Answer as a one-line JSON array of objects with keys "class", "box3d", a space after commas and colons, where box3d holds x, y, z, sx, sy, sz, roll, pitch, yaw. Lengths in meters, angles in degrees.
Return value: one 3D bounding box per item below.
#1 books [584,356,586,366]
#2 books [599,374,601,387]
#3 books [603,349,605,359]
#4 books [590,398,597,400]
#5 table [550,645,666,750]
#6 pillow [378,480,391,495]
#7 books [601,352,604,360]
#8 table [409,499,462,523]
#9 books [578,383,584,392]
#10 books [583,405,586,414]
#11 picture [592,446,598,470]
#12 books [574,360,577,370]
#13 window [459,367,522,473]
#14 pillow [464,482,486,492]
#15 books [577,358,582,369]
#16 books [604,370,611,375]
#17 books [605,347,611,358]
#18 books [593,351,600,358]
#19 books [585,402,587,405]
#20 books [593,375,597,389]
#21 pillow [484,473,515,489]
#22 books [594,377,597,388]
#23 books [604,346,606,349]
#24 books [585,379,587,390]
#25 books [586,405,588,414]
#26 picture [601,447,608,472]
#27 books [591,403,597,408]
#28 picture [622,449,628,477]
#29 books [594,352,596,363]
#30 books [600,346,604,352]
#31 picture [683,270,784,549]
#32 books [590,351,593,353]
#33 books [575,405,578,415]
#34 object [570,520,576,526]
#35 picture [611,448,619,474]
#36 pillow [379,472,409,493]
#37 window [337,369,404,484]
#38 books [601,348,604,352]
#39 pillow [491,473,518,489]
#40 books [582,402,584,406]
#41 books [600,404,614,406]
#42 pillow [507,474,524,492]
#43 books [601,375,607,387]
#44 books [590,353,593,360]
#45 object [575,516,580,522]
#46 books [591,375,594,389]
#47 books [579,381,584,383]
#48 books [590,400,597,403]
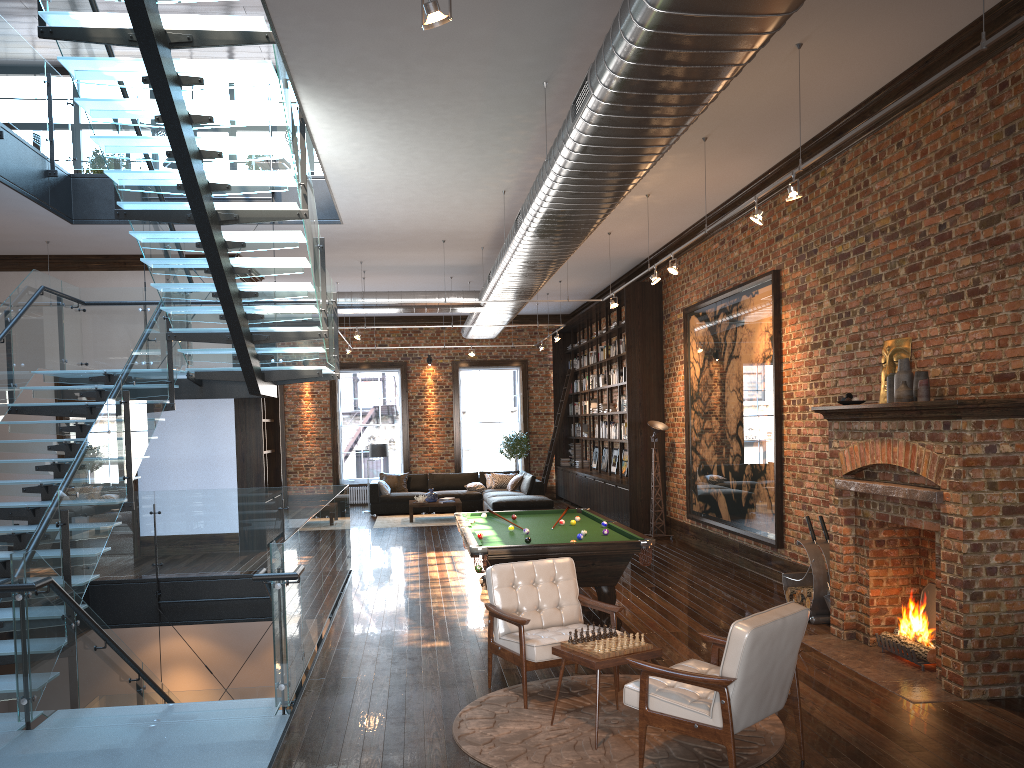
[{"class": "books", "box3d": [1.674, -0.479, 19.374, 0.178, 0.255, 0.036, -2, 2, -6]}, {"class": "books", "box3d": [1.839, -0.060, 17.864, 0.190, 0.285, 0.013, -2, 2, -6]}, {"class": "books", "box3d": [1.880, -0.571, 17.312, 0.191, 0.240, 0.008, -1, 2, -6]}, {"class": "books", "box3d": [1.762, 0.472, 18.961, 0.161, 0.332, 0.006, -2, 2, -6]}, {"class": "table", "box3d": [0.559, 1.797, 5.225, 0.516, 0.496, 0.463, -1, 0, -31]}, {"class": "pillow", "box3d": [-2.679, 2.177, 18.639, 0.244, 0.306, 0.573, -1, -2, -6]}, {"class": "books", "box3d": [1.852, -0.540, 17.555, 0.193, 0.203, 0.027, -1, 2, -6]}, {"class": "table", "box3d": [-1.502, 2.468, 17.338, 1.000, 0.346, 1.000, -1, -2, -6]}, {"class": "books", "box3d": [1.601, 0.084, 20.064, 0.185, 0.211, 0.069, -1, 2, -6]}, {"class": "books", "box3d": [1.677, 0.557, 19.377, 0.236, 0.203, 0.046, -1, 2, -6]}, {"class": "picture", "box3d": [1.811, 1.596, 19.173, 0.112, 0.499, 0.507, -2, 0, -6]}, {"class": "books", "box3d": [1.534, -0.432, 20.326, 0.235, 0.253, 0.028, -1, 2, -6]}, {"class": "window", "box3d": [-0.527, 0.970, 21.495, 1.520, 2.759, 0.154, -2, 2, -6]}, {"class": "pillow", "box3d": [-0.796, 2.212, 18.989, 0.409, 0.204, 0.610, -1, -2, -8]}, {"class": "books", "box3d": [1.574, -0.456, 20.116, 0.190, 0.280, 0.017, -2, 2, -6]}, {"class": "books", "box3d": [1.900, -0.104, 17.476, 0.155, 0.335, 0.014, -2, 2, -6]}, {"class": "books", "box3d": [1.903, -0.584, 17.191, 0.190, 0.255, 0.061, -1, 2, -6]}, {"class": "books", "box3d": [1.777, -0.545, 18.365, 0.176, 0.289, 0.030, -2, 2, -6]}, {"class": "books", "box3d": [1.696, 0.528, 19.422, 0.177, 0.264, 0.041, -2, 2, -6]}, {"class": "books", "box3d": [1.784, -0.041, 18.469, 0.175, 0.303, 0.067, -2, 2, -6]}, {"class": "pillow", "box3d": [-0.249, 2.114, 19.255, 0.703, 0.339, 0.269, -1, 0, -6]}, {"class": "books", "box3d": [1.792, -0.022, 18.299, 0.191, 0.250, 0.024, -1, 2, -6]}, {"class": "books", "box3d": [1.895, -0.599, 17.339, 0.181, 0.299, 0.009, -2, 2, -6]}, {"class": "books", "box3d": [1.684, 0.023, 19.311, 0.174, 0.257, 0.027, -2, 2, -6]}, {"class": "books", "box3d": [1.709, 0.551, 19.324, 0.186, 0.208, 0.017, -1, 2, -6]}, {"class": "picture", "box3d": [1.919, 1.549, 18.198, 0.112, 0.499, 0.507, -2, 0, -6]}, {"class": "books", "box3d": [1.767, 0.518, 18.890, 0.147, 0.233, 0.036, -2, 2, -6]}, {"class": "picture", "box3d": [2.107, 1.467, 16.494, 0.112, 0.499, 0.507, -2, 0, -6]}, {"class": "books", "box3d": [1.782, -0.530, 18.312, 0.185, 0.254, 0.029, -1, 2, -6]}, {"class": "books", "box3d": [1.844, -0.594, 17.730, 0.186, 0.329, 0.069, -2, 2, -6]}, {"class": "picture", "box3d": [2.691, 0.357, 11.130, 0.080, 3.007, 3.199, -2, 0, -6]}, {"class": "books", "box3d": [1.746, -0.540, 18.758, 0.166, 0.316, 0.016, -2, 2, -6]}, {"class": "books", "box3d": [1.569, 0.593, 20.349, 0.231, 0.225, 0.024, -1, 2, -6]}, {"class": "object", "box3d": [0.611, 1.385, 8.853, 0.057, 0.057, 0.057, -1, 0, -6]}, {"class": "picture", "box3d": [2.012, 1.509, 17.360, 0.112, 0.499, 0.507, -2, 0, -6]}, {"class": "pillow", "box3d": [-2.551, 2.116, 19.040, 0.700, 0.441, 0.304, -1, 1, -6]}, {"class": "window", "box3d": [-3.370, 1.027, 21.184, 1.520, 2.759, 0.154, -2, 2, -6]}, {"class": "books", "box3d": [1.855, -0.573, 17.587, 0.180, 0.271, 0.011, -2, 2, -6]}, {"class": "pillow", "box3d": [-0.157, 2.078, 19.084, 0.611, 0.362, 0.287, -1, 0, -2]}, {"class": "books", "box3d": [1.646, 0.535, 19.788, 0.185, 0.287, 0.035, -2, 2, -6]}, {"class": "books", "box3d": [1.879, 0.415, 17.544, 0.243, 0.015, 0.165, -1, -3, -3]}, {"class": "pillow", "box3d": [0.064, 2.087, 18.640, 0.314, 0.356, 0.629, -1, -1, -7]}, {"class": "books", "box3d": [1.884, -0.056, 17.415, 0.272, 0.241, 0.083, -1, 2, -6]}, {"class": "books", "box3d": [1.744, -0.521, 18.627, 0.192, 0.267, 0.016, -1, 2, -6]}, {"class": "object", "box3d": [0.679, 1.399, 9.186, 0.057, 0.057, 0.057, -2, 0, 39]}, {"class": "books", "box3d": [1.760, -0.037, 18.664, 0.183, 0.314, 0.013, -2, 2, -6]}, {"class": "books", "box3d": [1.606, 0.065, 20.084, 0.166, 0.250, 0.079, -2, 2, -6]}, {"class": "books", "box3d": [1.743, 0.493, 18.939, 0.189, 0.288, 0.013, -2, 2, -6]}]
